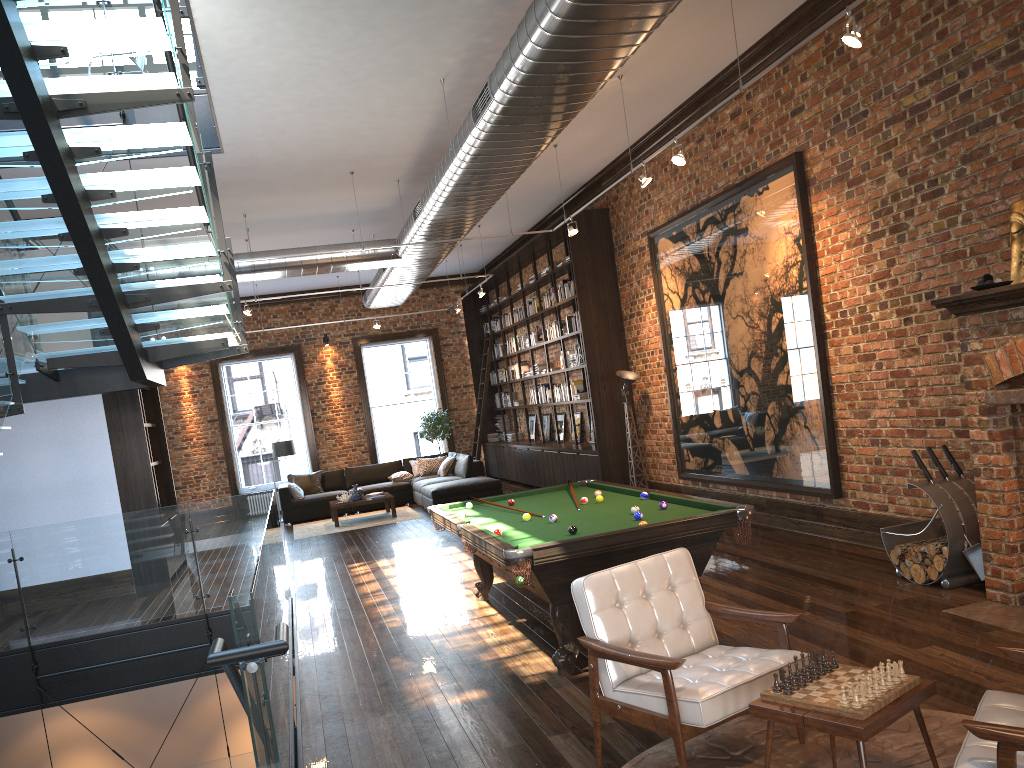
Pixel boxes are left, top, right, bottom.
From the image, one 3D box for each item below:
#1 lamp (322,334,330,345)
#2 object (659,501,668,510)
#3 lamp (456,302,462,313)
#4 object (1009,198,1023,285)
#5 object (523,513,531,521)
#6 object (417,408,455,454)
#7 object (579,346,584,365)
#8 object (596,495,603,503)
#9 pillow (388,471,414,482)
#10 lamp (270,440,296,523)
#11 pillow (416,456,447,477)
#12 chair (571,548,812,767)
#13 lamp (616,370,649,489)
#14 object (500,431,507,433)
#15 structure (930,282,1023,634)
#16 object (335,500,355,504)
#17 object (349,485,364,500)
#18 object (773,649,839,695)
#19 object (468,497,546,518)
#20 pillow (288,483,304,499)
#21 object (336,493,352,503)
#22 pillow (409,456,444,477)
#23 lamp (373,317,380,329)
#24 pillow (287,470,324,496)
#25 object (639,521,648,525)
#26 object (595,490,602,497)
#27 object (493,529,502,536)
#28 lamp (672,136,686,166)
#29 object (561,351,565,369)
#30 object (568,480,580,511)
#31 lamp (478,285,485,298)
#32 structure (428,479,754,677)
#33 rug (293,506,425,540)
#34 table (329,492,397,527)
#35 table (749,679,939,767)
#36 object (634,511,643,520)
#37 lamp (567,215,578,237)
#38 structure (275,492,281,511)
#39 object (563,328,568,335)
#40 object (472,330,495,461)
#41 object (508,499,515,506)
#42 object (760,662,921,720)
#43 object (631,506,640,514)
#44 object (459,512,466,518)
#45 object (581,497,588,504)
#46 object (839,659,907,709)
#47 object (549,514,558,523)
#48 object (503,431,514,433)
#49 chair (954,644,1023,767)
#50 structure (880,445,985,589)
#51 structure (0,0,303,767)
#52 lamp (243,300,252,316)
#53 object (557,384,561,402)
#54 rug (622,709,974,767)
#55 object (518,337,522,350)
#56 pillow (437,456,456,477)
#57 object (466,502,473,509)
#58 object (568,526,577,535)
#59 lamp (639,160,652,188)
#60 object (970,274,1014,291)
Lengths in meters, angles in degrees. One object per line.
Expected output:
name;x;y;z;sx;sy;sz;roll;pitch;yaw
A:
lamp;-3.816;-0.909;18.208;0.126;0.238;0.155;-9;3;-14
object;1.010;0.809;5.913;0.057;0.057;0.056;-8;2;8
lamp;-0.983;-1.413;16.289;0.114;0.231;0.113;-7;3;25
object;3.158;-0.865;5.381;0.124;0.538;0.408;-9;2;-14
object;0.104;0.942;6.279;0.057;0.057;0.056;-7;2;23
object;-1.540;1.425;18.597;0.811;1.873;0.797;-8;3;-6
object;1.026;-0.419;13.053;0.069;0.290;0.117;-9;4;-21
object;0.662;0.870;6.703;0.056;0.057;0.057;-8;2;-14
pillow;-2.081;1.744;16.562;0.408;0.205;0.611;-8;0;-16
lamp;-4.193;1.791;16.184;0.689;1.473;0.416;-7;4;16
pillow;-1.481;1.538;16.736;0.610;0.363;0.287;-8;2;-10
chair;0.782;1.206;3.830;0.763;0.870;0.744;-9;2;-34
lamp;1.598;0.721;11.450;0.424;1.836;0.504;-9;4;-9
object;-0.141;1.019;18.981;0.191;0.015;0.248;-8;-1;-14
structure;3.158;0.356;4.627;0.884;1.915;1.998;-9;2;-14
object;-2.731;1.937;14.528;0.267;0.018;0.200;-8;-1;10
object;-2.592;1.803;14.739;0.216;0.252;0.213;-7;2;19
object;1.060;1.019;3.206;0.332;0.101;0.076;-8;2;-39
object;-0.071;0.970;7.046;0.028;0.072;1.608;-9;0;-22
pillow;-3.886;1.923;15.967;0.243;0.306;0.573;-9;0;-14
object;-2.734;1.866;14.536;0.220;0.160;0.216;-8;1;28
pillow;-1.592;1.583;16.894;0.701;0.340;0.269;-8;2;-13
lamp;-2.596;-1.175;16.984;0.114;0.231;0.112;-5;4;45
pillow;-3.825;1.844;16.379;0.698;0.442;0.304;-8;2;-14
object;0.771;0.831;5.195;0.057;0.057;0.057;-8;2;4
object;0.684;0.872;7.041;0.057;0.057;0.056;-7;2;31
object;-0.091;0.961;5.700;0.057;0.057;0.057;-7;2;33
lamp;1.339;-1.881;7.160;0.114;0.231;0.113;-7;3;15
object;0.805;-0.375;13.909;0.069;0.290;0.117;-9;4;-21
object;0.500;0.892;7.188;0.028;0.072;1.600;-8;-1;1
lamp;-0.492;-1.512;14.345;0.112;0.231;0.114;-10;4;-38
structure;0.411;1.305;6.489;1.548;0.855;2.957;-8;0;-14
rug;-2.591;2.279;14.698;2.015;0.003;2.114;-8;-1;-14
table;-2.506;2.094;14.843;0.997;0.347;1.001;-8;0;-14
table;1.183;1.323;3.120;0.513;0.497;0.464;-9;2;-39
object;0.800;0.834;5.609;0.057;0.057;0.057;-8;2;-9
lamp;0.666;-1.745;9.805;0.113;0.231;0.113;-8;3;0
structure;-4.780;2.404;18.202;1.297;0.397;0.215;-8;3;-14
object;0.855;-0.817;13.926;0.095;0.137;0.236;-9;1;-30
object;-0.622;0.510;17.979;0.894;3.091;0.494;-9;4;-14
object;-0.006;0.973;7.282;0.057;0.057;0.056;-7;2;34
object;1.150;1.068;3.110;0.385;0.029;0.390;-7;-1;-39
object;0.818;0.835;5.882;0.057;0.057;0.056;-7;2;25
object;-0.385;1.021;6.882;0.057;0.057;0.057;-8;2;-16
object;0.550;0.886;6.735;0.057;0.057;0.056;-7;2;41
object;1.222;0.993;3.005;0.332;0.101;0.076;-8;2;-39
object;0.281;0.913;6.018;0.056;0.057;0.057;-10;2;-44
object;-0.069;1.001;18.541;0.177;0.006;0.255;-8;-1;-13
chair;1.746;1.051;2.601;0.745;0.870;0.762;-7;2;36
structure;3.008;0.891;6.077;0.536;0.923;0.926;-9;2;-14
structure;-3.129;0.424;4.968;3.565;14.564;7.035;-9;3;-14
lamp;-3.764;-1.077;12.576;0.114;0.231;0.113;-8;3;7
object;0.845;0.144;14.692;0.165;0.284;0.015;-9;4;-14
rug;1.257;1.555;3.268;1.964;0.015;1.970;-8;-1;-12
object;0.144;-0.739;16.287;0.075;0.256;0.087;-10;4;-24
pillow;-1.199;1.527;16.326;0.313;0.357;0.629;-9;0;-15
object;-0.360;1.026;7.474;0.057;0.058;0.057;-8;2;-13
object;0.371;0.891;5.407;0.057;0.057;0.057;-8;2;-9
lamp;1.174;-1.848;7.804;0.113;0.231;0.114;-10;4;-35
object;2.846;-0.606;5.266;0.237;0.106;0.236;-8;0;-4
